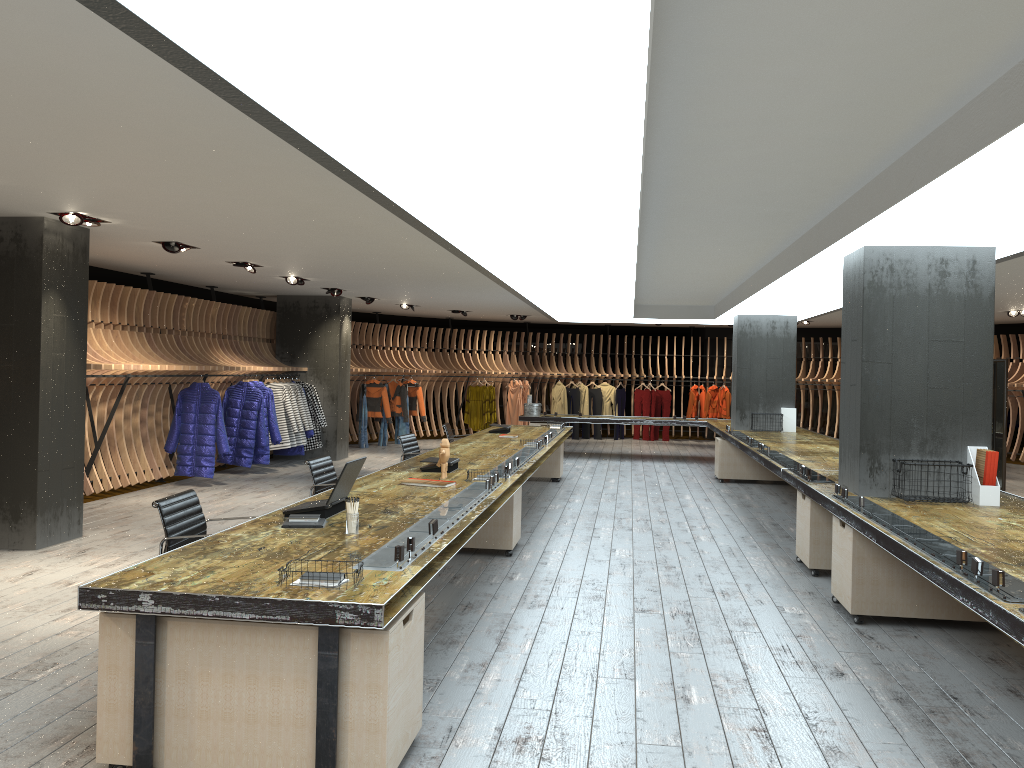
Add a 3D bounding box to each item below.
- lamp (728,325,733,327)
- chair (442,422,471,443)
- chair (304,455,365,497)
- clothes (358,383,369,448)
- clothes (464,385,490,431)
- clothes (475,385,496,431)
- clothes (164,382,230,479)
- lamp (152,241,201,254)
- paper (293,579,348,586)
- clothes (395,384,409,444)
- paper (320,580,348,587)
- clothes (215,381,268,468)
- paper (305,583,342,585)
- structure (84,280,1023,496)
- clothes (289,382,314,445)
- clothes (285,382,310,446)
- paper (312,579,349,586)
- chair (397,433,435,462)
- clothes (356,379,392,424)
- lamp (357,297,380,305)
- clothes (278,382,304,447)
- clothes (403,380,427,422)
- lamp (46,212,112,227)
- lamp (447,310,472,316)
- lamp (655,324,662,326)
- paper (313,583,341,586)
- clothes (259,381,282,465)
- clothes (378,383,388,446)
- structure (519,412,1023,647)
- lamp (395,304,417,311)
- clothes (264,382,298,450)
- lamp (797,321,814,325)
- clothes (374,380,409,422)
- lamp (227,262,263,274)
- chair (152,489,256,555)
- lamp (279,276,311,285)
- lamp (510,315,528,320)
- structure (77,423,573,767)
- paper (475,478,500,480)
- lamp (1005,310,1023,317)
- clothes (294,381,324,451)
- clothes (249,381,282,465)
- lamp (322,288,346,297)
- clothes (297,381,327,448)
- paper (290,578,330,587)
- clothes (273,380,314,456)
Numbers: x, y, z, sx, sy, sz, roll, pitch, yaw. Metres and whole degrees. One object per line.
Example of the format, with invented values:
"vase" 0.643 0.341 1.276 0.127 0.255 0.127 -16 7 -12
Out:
"lamp" 4.748 -1.415 19.648 0.493 0.298 0.269 1 0 16
"chair" -0.623 0.962 11.823 0.667 0.859 0.693 1 0 -6
"chair" -1.285 1.019 7.012 0.667 0.859 0.693 1 0 -1
"clothes" -2.915 0.698 17.482 0.200 1.422 0.309 1 0 -15
"clothes" -0.780 0.536 19.933 0.665 1.045 0.168 1 0 38
"clothes" -0.633 0.538 20.042 0.665 1.045 0.168 1 0 38
"clothes" -4.084 0.595 11.451 0.885 1.239 0.245 1 0 4
"lamp" -3.385 -1.443 8.961 0.269 0.292 0.493 1 1 8
"paper" -0.735 0.759 3.419 0.176 0.004 0.130 2 1 14
"clothes" -2.297 0.697 18.498 0.309 1.422 0.200 1 0 -20
"paper" -0.736 0.761 3.419 0.176 0.004 0.130 2 1 16
"clothes" -3.978 0.583 12.842 0.880 1.260 0.242 1 0 4
"paper" -0.735 0.761 3.419 0.176 0.004 0.130 1 1 10
"structure" 1.581 0.275 3.795 14.882 2.440 36.555 1 1 8
"clothes" -3.545 0.495 14.294 0.752 1.062 0.128 1 0 6
"clothes" -3.569 0.497 14.117 0.752 1.062 0.128 1 0 6
"paper" -0.735 0.760 3.419 0.176 0.004 0.130 2 1 14
"chair" -0.905 0.988 9.630 0.667 0.859 0.693 1 0 4
"clothes" -2.786 0.344 17.780 0.839 0.881 0.201 1 0 23
"lamp" -2.485 -1.518 15.274 0.269 0.292 0.492 1 1 14
"clothes" -3.603 0.500 13.857 0.752 1.062 0.128 1 0 6
"clothes" -2.139 0.345 18.719 0.839 0.881 0.201 2 0 38
"lamp" -3.595 -1.422 7.381 0.269 0.296 0.493 1 1 8
"lamp" -1.064 -1.527 18.078 0.269 0.293 0.492 2 1 40
"lamp" 3.189 -1.456 19.908 0.492 0.296 0.269 1 0 1
"paper" -0.735 0.759 3.419 0.176 0.004 0.130 1 1 12
"clothes" -3.858 0.574 13.148 0.885 1.239 0.245 1 0 4
"clothes" -2.621 0.697 17.999 0.200 1.422 0.309 1 0 0
"structure" 1.448 1.076 7.914 4.836 0.844 18.476 1 1 8
"lamp" -1.964 -1.527 16.772 0.269 0.296 0.492 1 1 27
"clothes" -3.634 0.503 13.624 0.752 1.062 0.128 1 0 6
"lamp" 6.152 -1.375 18.904 0.493 0.292 0.269 2 1 40
"clothes" -2.443 0.348 18.230 0.839 0.881 0.201 1 0 28
"lamp" -3.175 -1.461 10.542 0.269 0.294 0.493 1 1 8
"chair" -1.595 1.044 4.867 0.667 0.859 0.693 1 0 -6
"lamp" -2.964 -1.484 12.123 0.269 0.286 0.493 1 1 8
"lamp" 0.149 -1.513 19.104 0.492 0.297 0.269 1 0 -32
"structure" -0.344 1.028 8.369 1.162 0.844 10.451 1 1 8
"paper" -0.193 0.721 6.750 0.176 0.004 0.130 2 1 14
"lamp" 8.523 -1.263 14.904 0.269 0.287 0.493 1 1 -12
"clothes" -3.482 0.546 14.653 0.807 1.187 0.192 1 0 8
"clothes" -3.803 0.576 12.961 0.883 1.246 0.249 1 0 4
"lamp" -2.754 -1.500 13.704 0.269 0.292 0.493 1 1 8
"clothes" -3.466 0.544 14.840 0.799 1.185 0.191 1 0 8
"paper" -0.750 0.763 3.417 0.176 0.003 0.130 1 1 6
"clothes" -3.647 0.559 14.515 0.885 1.239 0.245 1 0 4
